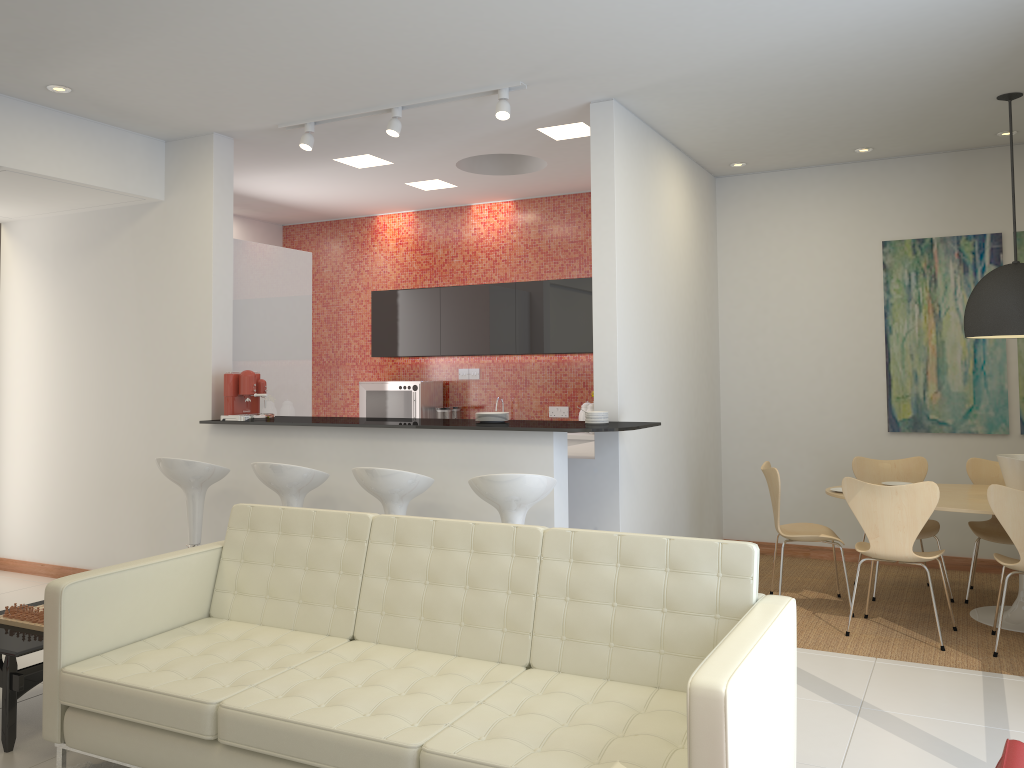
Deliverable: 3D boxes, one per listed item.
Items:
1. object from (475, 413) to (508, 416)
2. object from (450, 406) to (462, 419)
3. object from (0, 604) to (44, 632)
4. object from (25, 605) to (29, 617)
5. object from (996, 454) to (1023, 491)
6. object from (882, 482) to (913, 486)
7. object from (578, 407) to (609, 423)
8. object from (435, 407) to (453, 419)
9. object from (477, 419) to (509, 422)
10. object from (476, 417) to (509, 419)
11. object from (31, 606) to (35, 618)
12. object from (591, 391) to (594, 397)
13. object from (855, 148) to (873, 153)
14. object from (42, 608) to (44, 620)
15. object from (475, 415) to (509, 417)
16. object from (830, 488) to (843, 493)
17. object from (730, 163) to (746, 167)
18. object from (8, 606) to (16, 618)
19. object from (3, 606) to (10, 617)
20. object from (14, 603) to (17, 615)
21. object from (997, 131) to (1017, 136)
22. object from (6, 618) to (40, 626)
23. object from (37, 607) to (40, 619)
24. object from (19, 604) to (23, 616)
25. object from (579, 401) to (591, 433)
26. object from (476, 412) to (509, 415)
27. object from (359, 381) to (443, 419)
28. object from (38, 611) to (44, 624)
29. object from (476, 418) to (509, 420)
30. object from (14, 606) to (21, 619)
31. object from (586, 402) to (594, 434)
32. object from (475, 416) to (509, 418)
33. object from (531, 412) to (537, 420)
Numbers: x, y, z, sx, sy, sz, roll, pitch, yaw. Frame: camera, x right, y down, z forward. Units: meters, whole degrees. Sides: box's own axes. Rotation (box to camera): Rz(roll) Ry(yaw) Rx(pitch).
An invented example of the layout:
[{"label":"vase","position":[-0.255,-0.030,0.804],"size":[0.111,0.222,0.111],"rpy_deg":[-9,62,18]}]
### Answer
[{"label":"object","position":[-0.121,0.192,5.462],"size":[0.210,0.015,0.210],"rpy_deg":[-1,1,-19]},{"label":"object","position":[-0.575,0.330,8.651],"size":[0.172,0.216,0.172],"rpy_deg":[1,-2,-44]},{"label":"object","position":[-2.073,1.047,4.022],"size":[0.360,0.021,0.360],"rpy_deg":[0,1,27]},{"label":"object","position":[-2.172,1.014,3.962],"size":[0.030,0.050,0.030],"rpy_deg":[-2,-2,35]},{"label":"object","position":[3.096,0.554,5.364],"size":[0.261,0.281,0.271],"rpy_deg":[0,-1,-27]},{"label":"object","position":[2.627,0.684,6.022],"size":[0.210,0.015,0.210],"rpy_deg":[-1,1,-41]},{"label":"object","position":[0.486,0.180,5.250],"size":[0.173,0.098,0.140],"rpy_deg":[-1,-1,20]},{"label":"object","position":[-0.646,0.333,8.426],"size":[0.172,0.216,0.172],"rpy_deg":[1,-2,-44]},{"label":"object","position":[-0.121,0.227,5.460],"size":[0.210,0.015,0.210],"rpy_deg":[-1,1,-19]},{"label":"object","position":[-0.121,0.213,5.461],"size":[0.210,0.015,0.210],"rpy_deg":[-1,1,-19]},{"label":"object","position":[-2.137,1.014,3.944],"size":[0.030,0.050,0.030],"rpy_deg":[-2,-2,35]},{"label":"object","position":[0.939,0.206,7.593],"size":[0.522,0.450,0.502],"rpy_deg":[-1,-1,30]},{"label":"object","position":[2.691,-1.788,6.773],"size":[0.129,0.010,0.129],"rpy_deg":[-1,1,-18]},{"label":"object","position":[-2.065,1.014,3.907],"size":[0.030,0.050,0.030],"rpy_deg":[-2,-2,35]},{"label":"object","position":[-0.121,0.199,5.462],"size":[0.210,0.015,0.210],"rpy_deg":[-1,1,-19]},{"label":"object","position":[2.170,0.691,5.729],"size":[0.210,0.015,0.210],"rpy_deg":[-1,1,-41]},{"label":"object","position":[1.840,-1.785,7.209],"size":[0.129,0.010,0.129],"rpy_deg":[-1,1,-18]},{"label":"object","position":[-2.226,1.014,3.945],"size":[0.030,0.052,0.030],"rpy_deg":[-2,-2,35]},{"label":"object","position":[-2.261,1.018,3.963],"size":[0.030,0.044,0.030],"rpy_deg":[-2,-2,35]},{"label":"object","position":[-2.243,1.015,3.998],"size":[0.030,0.050,0.030],"rpy_deg":[-2,-2,35]},{"label":"object","position":[3.542,-1.792,6.336],"size":[0.129,0.010,0.129],"rpy_deg":[-1,1,-18]},{"label":"object","position":[-2.073,1.036,4.022],"size":[0.346,0.001,0.349],"rpy_deg":[0,1,27]},{"label":"object","position":[-2.101,1.014,3.925],"size":[0.030,0.050,0.030],"rpy_deg":[-2,-2,35]},{"label":"object","position":[-2.208,1.014,3.980],"size":[0.030,0.050,0.030],"rpy_deg":[-2,-2,35]},{"label":"object","position":[0.675,0.293,7.894],"size":[0.159,0.284,0.159],"rpy_deg":[0,-2,-11]},{"label":"object","position":[-0.121,0.185,5.462],"size":[0.210,0.015,0.210],"rpy_deg":[-1,1,-19]},{"label":"object","position":[-1.100,0.209,8.718],"size":[0.721,0.472,0.435],"rpy_deg":[-1,-1,27]},{"label":"object","position":[-2.048,1.013,3.853],"size":[0.030,0.052,0.030],"rpy_deg":[-2,-2,35]},{"label":"object","position":[-0.121,0.220,5.460],"size":[0.210,0.015,0.210],"rpy_deg":[-1,1,-19]},{"label":"object","position":[-2.190,1.012,3.926],"size":[0.030,0.055,0.030],"rpy_deg":[-2,-2,35]},{"label":"object","position":[0.712,0.295,7.707],"size":[0.159,0.284,0.159],"rpy_deg":[0,-2,-11]},{"label":"object","position":[-0.121,0.206,5.461],"size":[0.210,0.015,0.210],"rpy_deg":[-1,1,-19]},{"label":"object","position":[0.235,0.338,7.947],"size":[0.164,0.178,0.011],"rpy_deg":[-2,-3,41]}]
